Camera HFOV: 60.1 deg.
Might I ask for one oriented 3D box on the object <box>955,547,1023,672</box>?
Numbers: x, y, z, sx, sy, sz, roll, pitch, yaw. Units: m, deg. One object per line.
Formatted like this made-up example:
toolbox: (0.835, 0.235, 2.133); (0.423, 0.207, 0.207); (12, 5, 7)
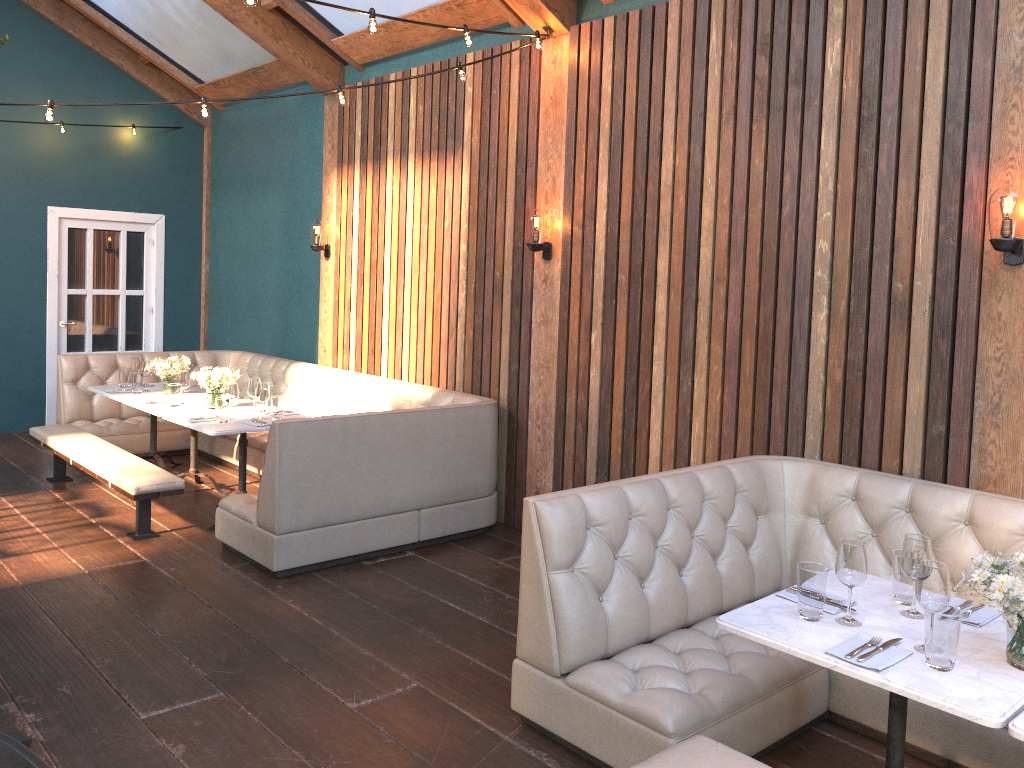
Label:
object: (1.382, 0.601, 2.377); (0.336, 0.308, 0.330); (-1, 6, -30)

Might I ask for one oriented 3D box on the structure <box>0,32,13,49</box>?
structure: (-3.041, -0.604, 2.585); (2.715, 3.682, 2.863); (-1, 5, -33)

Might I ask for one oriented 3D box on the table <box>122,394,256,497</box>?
table: (-2.350, 0.467, 6.540); (0.799, 0.669, 0.802); (-3, 7, -42)

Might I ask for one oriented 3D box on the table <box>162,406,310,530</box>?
table: (-1.806, 0.558, 5.933); (0.799, 0.669, 0.802); (-3, 7, -43)

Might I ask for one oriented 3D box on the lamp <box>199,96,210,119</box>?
lamp: (-1.689, -1.521, 4.865); (0.056, 0.120, 0.056); (4, 4, 25)

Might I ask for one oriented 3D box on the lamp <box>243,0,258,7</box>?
lamp: (-1.052, -1.572, 3.552); (0.056, 0.117, 0.068); (-2, 5, -45)

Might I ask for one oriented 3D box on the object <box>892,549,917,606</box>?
object: (1.258, 0.619, 2.824); (0.092, 0.157, 0.092); (5, 5, 34)

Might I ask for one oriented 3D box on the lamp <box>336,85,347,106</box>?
lamp: (-0.987, -1.677, 5.139); (0.066, 0.117, 0.056); (4, 4, 24)

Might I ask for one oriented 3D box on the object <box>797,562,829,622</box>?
object: (0.901, 0.626, 2.660); (0.092, 0.157, 0.092); (5, 5, 34)

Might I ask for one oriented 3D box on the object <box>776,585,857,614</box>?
object: (0.984, 0.681, 2.806); (0.157, 0.019, 0.256); (-4, 9, -41)

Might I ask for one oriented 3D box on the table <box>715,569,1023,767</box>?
table: (1.147, 1.053, 2.641); (0.799, 0.669, 0.802); (-3, 7, -43)

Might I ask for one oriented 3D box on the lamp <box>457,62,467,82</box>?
lamp: (-0.309, -1.903, 5.402); (0.074, 0.114, 0.056); (-1, 5, -36)

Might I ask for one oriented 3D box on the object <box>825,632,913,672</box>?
object: (0.992, 0.726, 2.432); (0.255, 0.019, 0.158); (-4, 9, -41)

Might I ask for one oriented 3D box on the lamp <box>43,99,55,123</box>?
lamp: (-2.399, -1.417, 4.589); (0.056, 0.120, 0.056); (4, 4, 24)

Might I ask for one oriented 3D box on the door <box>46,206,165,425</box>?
door: (-6.818, -0.493, 6.798); (8.182, 2.200, 0.174); (-4, 6, -42)

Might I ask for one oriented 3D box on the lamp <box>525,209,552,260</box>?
lamp: (0.165, -0.947, 5.597); (0.178, 0.319, 0.147); (-1, 5, -42)

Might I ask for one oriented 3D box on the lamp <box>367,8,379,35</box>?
lamp: (-0.658, -1.721, 4.199); (0.056, 0.120, 0.056); (4, 4, 30)

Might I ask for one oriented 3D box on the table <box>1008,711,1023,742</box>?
table: (1.691, 1.144, 2.035); (0.799, 0.669, 0.802); (-3, 7, -42)

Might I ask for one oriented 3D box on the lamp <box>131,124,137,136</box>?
lamp: (-3.855, -2.593, 9.031); (0.056, 0.120, 0.056); (4, 4, 30)

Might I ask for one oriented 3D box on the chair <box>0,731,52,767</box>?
chair: (-0.731, 1.012, 0.952); (0.540, 1.016, 0.479); (-1, 5, -42)

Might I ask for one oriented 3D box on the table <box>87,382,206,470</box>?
table: (-2.893, 0.376, 7.146); (0.799, 0.669, 0.802); (-3, 7, -42)

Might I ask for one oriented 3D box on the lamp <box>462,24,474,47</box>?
lamp: (-0.238, -1.898, 4.816); (0.064, 0.118, 0.057); (0, 4, -33)

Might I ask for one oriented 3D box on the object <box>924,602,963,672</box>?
object: (1.137, 0.672, 2.343); (0.092, 0.157, 0.092); (5, 5, 34)

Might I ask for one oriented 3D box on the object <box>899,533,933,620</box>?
object: (1.237, 0.589, 2.714); (0.092, 0.243, 0.092); (2, 3, 6)

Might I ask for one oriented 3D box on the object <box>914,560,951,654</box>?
object: (1.161, 0.617, 2.448); (0.092, 0.243, 0.092); (2, 3, 6)

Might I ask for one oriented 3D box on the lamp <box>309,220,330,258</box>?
lamp: (-1.667, -1.254, 7.639); (0.178, 0.319, 0.147); (-1, 5, -42)

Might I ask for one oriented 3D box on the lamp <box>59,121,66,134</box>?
lamp: (-4.267, -2.436, 8.402); (0.056, 0.120, 0.056); (1, 4, -21)

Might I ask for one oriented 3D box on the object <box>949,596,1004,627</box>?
object: (1.398, 0.704, 2.742); (0.255, 0.019, 0.158); (-4, 9, -41)

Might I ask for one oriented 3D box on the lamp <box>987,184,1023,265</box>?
lamp: (1.995, -0.640, 3.556); (0.178, 0.319, 0.147); (-1, 5, -42)

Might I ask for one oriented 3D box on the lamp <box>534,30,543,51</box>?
lamp: (0.163, -2.113, 5.446); (0.056, 0.119, 0.056); (1, 4, -13)

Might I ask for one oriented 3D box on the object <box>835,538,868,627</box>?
object: (1.009, 0.590, 2.636); (0.092, 0.243, 0.092); (2, 3, 6)
